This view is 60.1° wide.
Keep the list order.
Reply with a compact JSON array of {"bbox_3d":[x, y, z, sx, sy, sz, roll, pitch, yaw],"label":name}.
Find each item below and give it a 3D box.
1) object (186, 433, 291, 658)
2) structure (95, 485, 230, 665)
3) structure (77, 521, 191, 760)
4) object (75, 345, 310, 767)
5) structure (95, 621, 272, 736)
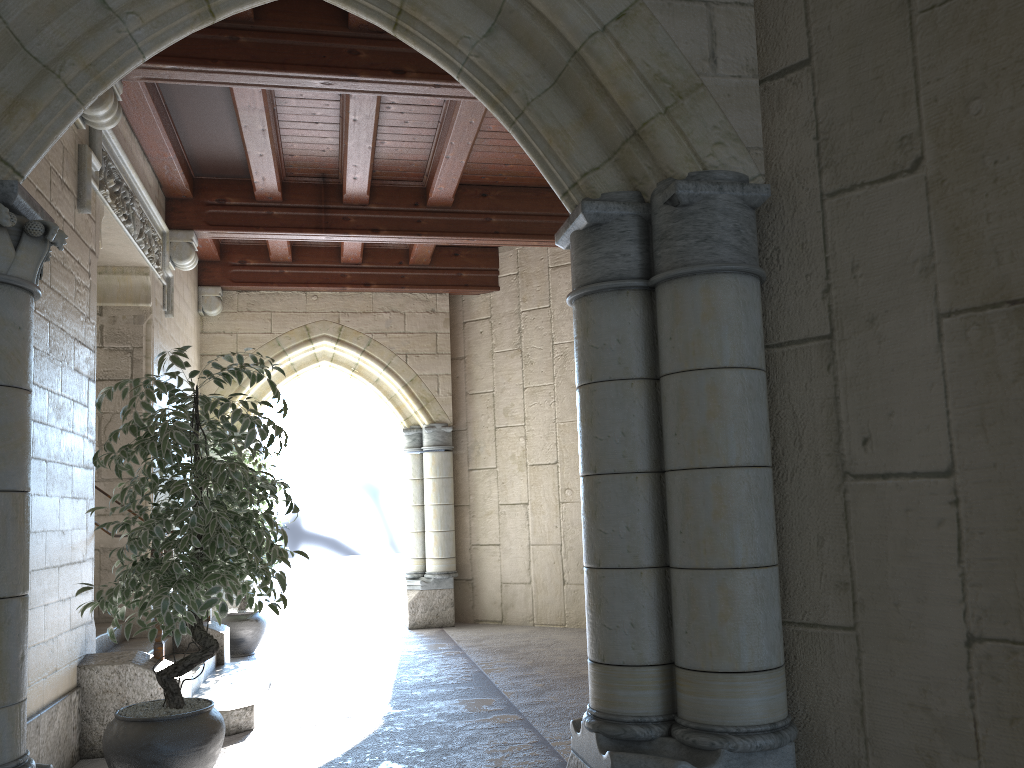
[{"bbox_3d":[-2.027,1.171,6.497,0.787,1.610,0.755,0,-6,-15],"label":"object"},{"bbox_3d":[-2.202,1.195,5.374,0.888,1.255,0.475,-1,-6,-12],"label":"structure"},{"bbox_3d":[-1.924,0.987,3.999,0.888,1.255,0.479,-1,-6,-12],"label":"structure"},{"bbox_3d":[-1.167,0.676,3.272,0.788,1.610,0.754,-4,-6,19],"label":"object"},{"bbox_3d":[-2.604,1.319,4.543,2.573,0.806,1.469,0,-8,-11],"label":"structure"}]
